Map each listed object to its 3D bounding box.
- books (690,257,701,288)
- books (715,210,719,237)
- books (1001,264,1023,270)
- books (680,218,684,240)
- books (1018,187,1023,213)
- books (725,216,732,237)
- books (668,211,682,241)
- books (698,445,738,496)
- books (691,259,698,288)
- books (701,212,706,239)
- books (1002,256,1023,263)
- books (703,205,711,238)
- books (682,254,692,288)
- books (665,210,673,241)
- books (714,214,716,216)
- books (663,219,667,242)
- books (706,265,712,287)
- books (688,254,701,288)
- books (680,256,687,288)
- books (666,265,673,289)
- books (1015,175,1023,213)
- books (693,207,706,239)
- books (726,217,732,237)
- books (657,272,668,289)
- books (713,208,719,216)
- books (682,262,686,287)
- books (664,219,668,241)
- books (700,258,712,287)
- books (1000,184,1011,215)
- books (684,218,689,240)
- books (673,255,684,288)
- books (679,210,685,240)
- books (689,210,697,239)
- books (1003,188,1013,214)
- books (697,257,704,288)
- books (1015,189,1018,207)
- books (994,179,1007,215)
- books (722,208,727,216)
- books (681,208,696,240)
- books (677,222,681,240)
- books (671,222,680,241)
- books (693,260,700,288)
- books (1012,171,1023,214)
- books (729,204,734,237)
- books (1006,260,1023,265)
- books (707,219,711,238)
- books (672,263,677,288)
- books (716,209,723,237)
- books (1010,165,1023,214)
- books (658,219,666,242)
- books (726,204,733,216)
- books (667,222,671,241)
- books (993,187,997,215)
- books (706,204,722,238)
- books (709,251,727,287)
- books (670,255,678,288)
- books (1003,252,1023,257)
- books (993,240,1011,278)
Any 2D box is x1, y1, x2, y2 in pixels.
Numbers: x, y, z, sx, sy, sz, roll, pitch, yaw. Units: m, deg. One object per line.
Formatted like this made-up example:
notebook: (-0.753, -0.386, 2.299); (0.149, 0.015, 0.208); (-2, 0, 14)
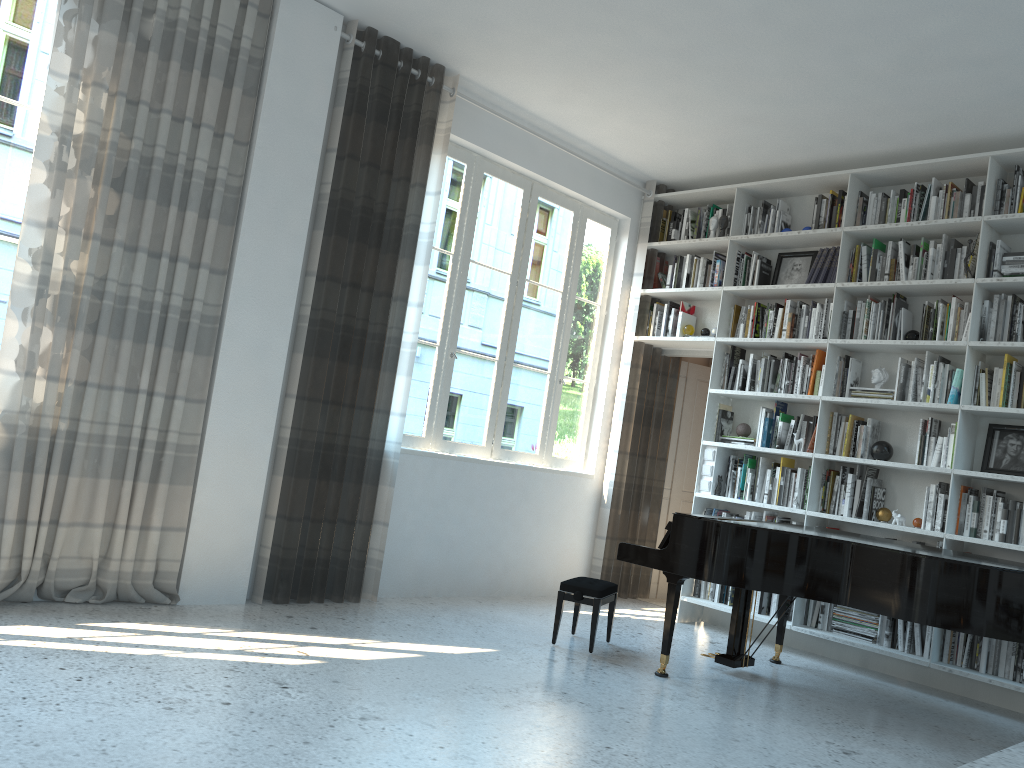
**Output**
books: (1.413, -0.809, 6.700); (0.162, 0.268, 0.013); (12, -5, -44)
books: (1.563, -1.152, 6.619); (0.168, 0.243, 0.025); (12, -5, -44)
books: (2.981, -0.657, 5.074); (0.159, 0.024, 0.285); (12, -5, -39)
books: (1.363, -1.157, 6.843); (0.157, 0.227, 0.024); (12, -5, -44)
books: (2.984, -1.024, 5.157); (0.172, 0.195, 0.023); (12, -5, -44)
books: (1.630, -1.126, 6.566); (0.146, 0.204, 0.023); (12, -5, -44)
books: (1.289, -1.185, 6.899); (0.177, 0.269, 0.025); (12, -5, -44)
books: (1.464, 0.621, 6.290); (0.307, 0.340, 0.106); (12, -5, -44)
books: (1.420, -0.799, 6.690); (0.192, 0.249, 0.012); (12, -5, -44)
books: (1.490, -1.162, 6.727); (0.130, 0.257, 0.030); (12, -5, -44)
books: (2.994, -0.704, 5.082); (0.159, 0.024, 0.285); (12, -6, -42)
books: (1.499, -1.186, 6.702); (0.146, 0.304, 0.014); (12, -5, -44)
books: (1.369, -0.822, 6.732); (0.179, 0.285, 0.021); (12, -5, -44)
books: (1.261, -1.195, 6.932); (0.175, 0.285, 0.014); (12, -5, -44)
books: (1.555, -1.142, 6.644); (0.156, 0.226, 0.021); (12, -5, -44)
books: (1.242, -1.166, 6.974); (0.130, 0.228, 0.023); (12, -5, -44)
books: (1.504, -0.772, 6.623); (0.138, 0.212, 0.028); (12, -5, -44)
books: (1.403, -0.820, 6.725); (0.155, 0.291, 0.037); (12, -5, -44)
books: (1.348, -0.822, 6.792); (0.133, 0.288, 0.028); (12, -5, -44)
books: (1.260, -0.793, 6.866); (0.166, 0.217, 0.034); (12, -5, -44)
books: (2.968, -1.061, 5.163); (0.163, 0.264, 0.011); (12, -5, -44)
books: (1.455, -1.179, 6.740); (0.182, 0.282, 0.039); (12, -5, -44)
books: (1.643, -1.115, 6.545); (0.168, 0.184, 0.028); (12, -5, -44)
books: (1.211, -0.775, 6.928); (0.129, 0.175, 0.121); (12, -5, -44)
books: (1.547, -1.167, 6.658); (0.158, 0.275, 0.013); (12, -5, -44)
books: (1.361, -0.796, 6.772); (0.156, 0.239, 0.024); (12, -5, -44)
books: (1.250, -1.164, 6.950); (0.151, 0.223, 0.023); (12, -5, -44)
books: (1.473, -0.796, 6.632); (0.166, 0.250, 0.030); (12, -5, -44)
books: (2.925, -1.043, 5.231); (0.157, 0.227, 0.023); (12, -5, -44)
books: (1.386, -1.147, 6.789); (0.176, 0.206, 0.030); (12, -5, -44)
books: (1.314, -0.824, 6.795); (0.186, 0.282, 0.023); (12, -5, -44)
books: (1.350, -1.186, 6.851); (0.160, 0.281, 0.010); (12, -5, -44)
books: (1.409, -1.174, 6.763); (0.191, 0.262, 0.057); (12, -5, -44)
books: (2.931, -1.028, 5.204); (0.166, 0.194, 0.026); (12, -5, -44)
books: (1.455, -0.802, 6.653); (0.167, 0.261, 0.025); (12, -5, -44)
books: (2.975, -1.028, 5.187); (0.145, 0.205, 0.011); (12, -5, -44)
books: (2.897, -1.060, 5.236); (0.185, 0.253, 0.026); (12, -5, -44)
books: (1.601, -1.156, 6.590); (0.147, 0.259, 0.027); (12, -5, -44)
books: (1.378, -1.185, 6.819); (0.189, 0.283, 0.028); (12, -5, -44)
books: (1.340, -1.142, 6.874); (0.145, 0.195, 0.031); (12, -5, -44)
books: (1.302, -1.143, 6.878); (0.182, 0.186, 0.028); (12, -5, -44)
books: (1.432, -0.795, 6.678); (0.174, 0.244, 0.021); (12, -5, -44)
books: (2.966, -1.075, 5.189); (0.153, 0.296, 0.010); (12, -5, -44)
books: (1.668, -1.165, 6.530); (0.175, 0.286, 0.022); (12, -5, -44)
books: (2.987, -0.681, 5.077); (0.254, 0.025, 0.161); (5, -6, 42)
books: (1.523, -1.126, 6.664); (0.159, 0.187, 0.024); (12, -5, -44)
books: (1.297, -0.797, 6.813); (0.172, 0.228, 0.022); (12, -5, -44)
books: (1.586, -1.154, 6.609); (0.179, 0.253, 0.021); (12, -5, -44)
books: (2.965, -1.097, 5.203); (0.145, 0.340, 0.014); (12, -5, -44)
books: (1.212, -1.166, 6.972); (0.188, 0.219, 0.014); (12, -5, -44)
books: (1.627, -1.169, 6.585); (0.154, 0.291, 0.013); (12, -5, -44)
books: (1.270, -1.149, 6.918); (0.167, 0.194, 0.024); (12, -5, -44)
books: (2.898, -1.058, 5.263); (0.161, 0.254, 0.012); (12, -5, -44)
books: (1.522, -1.188, 6.694); (0.129, 0.314, 0.029); (12, -5, -44)
books: (1.533, -0.818, 6.579); (0.189, 0.303, 0.012); (12, -5, -44)
books: (1.284, -0.831, 6.854); (0.162, 0.296, 0.011); (12, -5, -44)
books: (3.001, -0.727, 5.087); (0.159, 0.024, 0.285); (13, -6, -44)
books: (2.862, -0.695, 5.180); (0.192, 0.249, 0.021); (12, -5, -44)
